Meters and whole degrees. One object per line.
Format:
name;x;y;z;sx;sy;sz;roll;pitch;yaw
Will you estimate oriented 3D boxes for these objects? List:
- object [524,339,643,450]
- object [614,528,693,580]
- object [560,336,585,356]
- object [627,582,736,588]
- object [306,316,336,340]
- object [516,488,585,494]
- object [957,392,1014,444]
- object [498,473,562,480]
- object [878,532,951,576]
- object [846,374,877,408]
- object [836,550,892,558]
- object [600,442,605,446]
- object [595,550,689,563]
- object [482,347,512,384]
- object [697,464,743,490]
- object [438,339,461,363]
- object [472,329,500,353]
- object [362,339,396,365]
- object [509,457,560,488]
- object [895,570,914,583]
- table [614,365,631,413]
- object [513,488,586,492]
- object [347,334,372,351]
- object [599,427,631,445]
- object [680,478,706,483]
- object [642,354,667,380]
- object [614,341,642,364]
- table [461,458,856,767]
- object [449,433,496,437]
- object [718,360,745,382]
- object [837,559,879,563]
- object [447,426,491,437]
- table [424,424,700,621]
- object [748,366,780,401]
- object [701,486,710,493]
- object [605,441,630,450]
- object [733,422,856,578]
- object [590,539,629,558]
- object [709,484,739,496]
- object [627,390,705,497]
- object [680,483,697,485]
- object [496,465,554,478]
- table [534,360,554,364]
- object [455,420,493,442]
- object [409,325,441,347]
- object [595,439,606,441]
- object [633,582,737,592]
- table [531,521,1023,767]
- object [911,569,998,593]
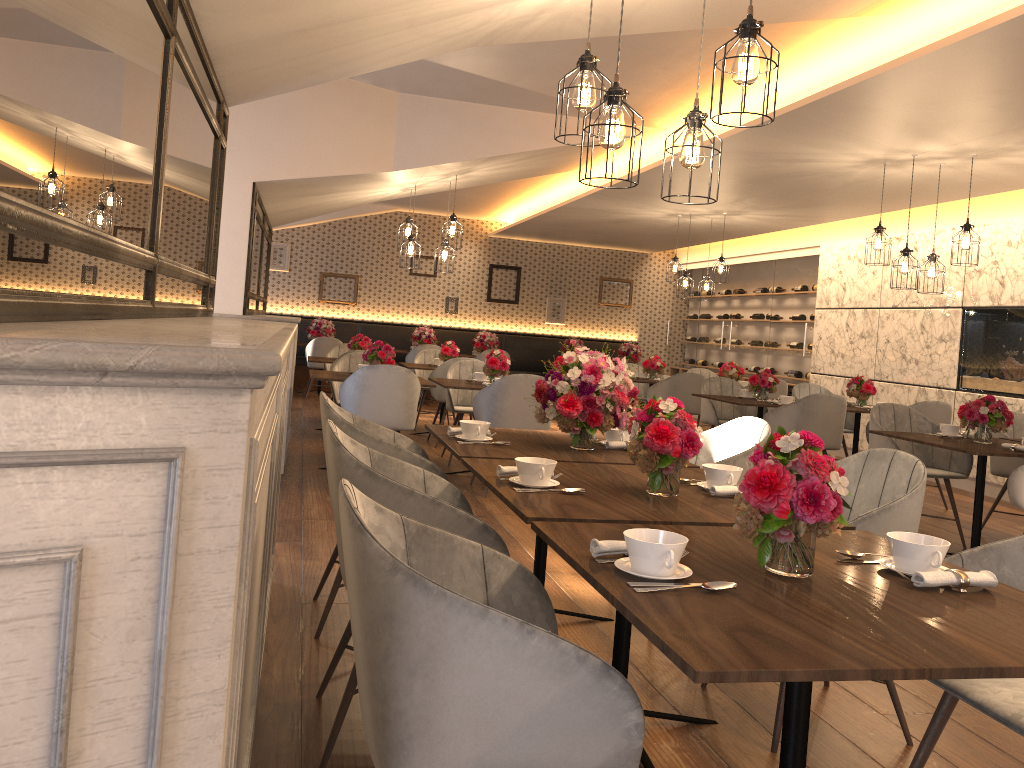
object;0.295;0.042;3.480;0.419;0.425;0.406;4;2;-25
object;0.272;0.327;1.693;0.148;0.072;0.148;6;3;29
object;0.952;-0.534;13.805;0.406;0.425;0.419;5;2;29
object;0.313;0.369;1.624;0.210;0.004;0.022;4;3;-13
object;-2.781;-0.775;12.917;0.419;0.425;0.406;4;2;-25
object;0.109;0.296;2.459;0.197;0.015;0.043;3;3;-17
object;2.791;0.196;5.216;0.305;0.301;0.234;5;2;19
object;0.056;0.276;2.644;0.192;0.024;0.025;4;2;-13
object;0.854;0.362;1.868;0.148;0.072;0.148;6;3;29
object;3.131;0.059;7.914;0.234;0.301;0.306;4;2;-12
object;0.807;0.381;1.974;0.197;0.015;0.043;3;3;-17
object;0.442;0.250;3.568;0.192;0.024;0.025;4;2;-13
object;0.261;0.345;1.773;0.192;0.024;0.025;4;2;-13
object;-0.113;-0.140;6.954;0.234;0.301;0.305;5;2;6
object;0.649;0.293;2.740;0.148;0.072;0.148;6;3;29
object;-0.645;-0.319;9.212;0.234;0.301;0.305;5;2;6
object;-0.397;-0.621;13.472;0.419;0.425;0.406;4;2;-11
object;-1.021;-0.198;6.726;0.234;0.301;0.306;3;2;-38
object;0.067;0.257;2.565;0.148;0.072;0.148;6;3;29
object;0.861;0.392;1.789;0.192;0.024;0.025;4;2;-13
table;1.797;0.090;14.101;0.895;0.720;0.898;4;2;-13
object;0.107;0.299;2.495;0.210;0.004;0.022;4;3;-13
object;-1.553;-0.377;8.985;0.234;0.301;0.306;3;2;-38
object;0.435;0.221;3.647;0.148;0.072;0.148;6;3;29
object;0.602;0.312;2.846;0.197;0.015;0.043;3;3;-17
object;1.632;-0.195;10.136;0.304;0.301;0.235;3;2;-36
object;1.861;-0.476;14.032;0.406;0.425;0.419;6;2;30
table;0.339;0.671;2.661;0.895;0.720;0.898;4;2;-13
object;-0.158;0.203;3.552;0.192;0.024;0.025;4;2;-13
object;2.560;-0.133;10.324;0.305;0.301;0.234;5;1;8
object;0.808;0.389;1.938;0.210;0.004;0.022;4;3;-13
object;-0.175;0.193;3.583;0.175;0.039;0.056;4;3;-13
table;0.123;0.599;3.575;0.895;0.720;0.898;4;2;-13
object;2.200;-0.003;7.723;0.304;0.301;0.235;3;2;-36
object;0.656;0.322;2.661;0.192;0.024;0.025;4;2;-13
object;0.460;0.246;3.537;0.175;0.039;0.056;4;3;-13
object;0.571;0.227;1.782;0.235;0.301;0.305;5;2;34
object;0.244;0.335;1.804;0.175;0.039;0.056;4;3;-13
object;0.674;0.319;2.629;0.175;0.039;0.056;4;3;-13
object;0.454;0.171;2.593;0.234;0.301;0.305;5;2;6
object;0.603;0.320;2.810;0.210;0.004;0.022;4;3;-13
object;0.039;0.265;2.676;0.175;0.039;0.056;4;3;-13
table;0.866;0.030;13.880;0.895;0.720;0.898;4;2;-13
object;-0.147;0.185;3.472;0.148;0.072;0.148;6;3;29
object;-1.324;-0.686;13.355;0.406;0.425;0.419;6;2;30
object;0.388;0.239;3.753;0.197;0.015;0.043;3;3;-17
object;0.314;0.365;1.588;0.197;0.015;0.043;3;3;-17
table;0.554;0.744;1.748;0.895;0.720;0.898;4;2;-13
object;0.879;0.388;1.758;0.175;0.039;0.056;4;3;-13
